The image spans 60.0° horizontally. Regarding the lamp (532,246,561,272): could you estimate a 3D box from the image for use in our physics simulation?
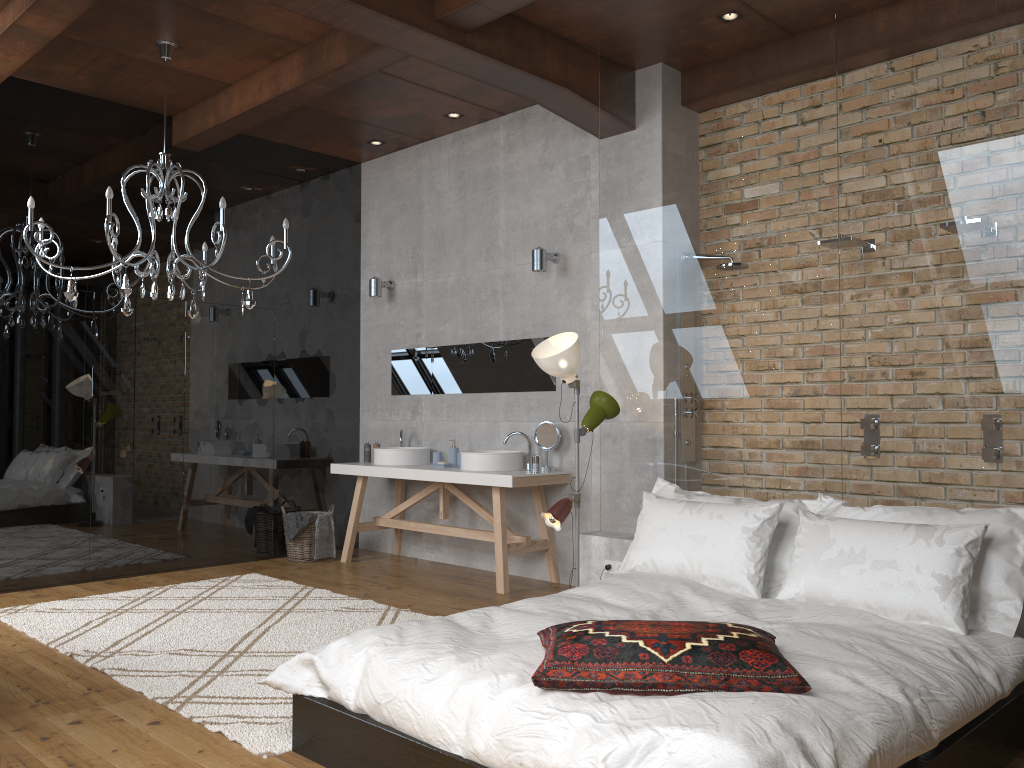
[{"bbox_3d":[0.235,-0.849,6.077,0.101,0.168,0.243,-2,-3,44],"label":"lamp"}]

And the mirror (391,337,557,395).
[{"bbox_3d":[-0.350,-0.117,6.767,1.838,0.377,0.007,-2,-3,44],"label":"mirror"}]

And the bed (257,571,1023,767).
[{"bbox_3d":[0.690,1.028,3.010,2.300,0.442,2.169,-2,-3,44],"label":"bed"}]

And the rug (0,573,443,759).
[{"bbox_3d":[-1.339,1.300,4.668,3.139,0.019,1.726,-2,-3,44],"label":"rug"}]

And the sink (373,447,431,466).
[{"bbox_3d":[-0.856,0.561,6.889,0.445,0.128,0.442,-1,-2,26],"label":"sink"}]

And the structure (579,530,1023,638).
[{"bbox_3d":[1.432,1.036,3.947,2.820,0.494,0.206,-2,-3,44],"label":"structure"}]

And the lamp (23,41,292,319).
[{"bbox_3d":[-2.073,-1.238,5.289,1.409,1.594,1.409,1,-2,-23],"label":"lamp"}]

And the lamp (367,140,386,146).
[{"bbox_3d":[-1.105,-1.973,7.221,0.115,0.027,0.113,-2,-3,44],"label":"lamp"}]

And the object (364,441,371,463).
[{"bbox_3d":[-1.170,0.550,7.183,0.058,0.172,0.058,-1,-2,23],"label":"object"}]

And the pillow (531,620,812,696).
[{"bbox_3d":[0.433,0.783,2.568,0.748,0.157,0.453,0,-2,5],"label":"pillow"}]

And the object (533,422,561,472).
[{"bbox_3d":[0.237,0.424,6.025,0.192,0.338,0.118,0,-2,1],"label":"object"}]

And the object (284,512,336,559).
[{"bbox_3d":[-1.626,1.188,6.997,0.357,0.361,0.378,2,-3,-40],"label":"object"}]

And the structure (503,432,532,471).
[{"bbox_3d":[0.073,0.465,6.161,0.242,0.268,0.141,-2,-3,39],"label":"structure"}]

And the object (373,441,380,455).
[{"bbox_3d":[-1.099,0.551,7.210,0.058,0.172,0.058,-1,-2,30],"label":"object"}]

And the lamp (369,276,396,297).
[{"bbox_3d":[-1.076,-0.802,7.365,0.101,0.168,0.243,-2,-3,44],"label":"lamp"}]

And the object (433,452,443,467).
[{"bbox_3d":[-0.553,0.561,6.599,0.075,0.108,0.075,0,-2,-10],"label":"object"}]

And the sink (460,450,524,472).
[{"bbox_3d":[-0.140,0.535,6.186,0.442,0.128,0.445,0,-2,8],"label":"sink"}]

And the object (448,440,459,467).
[{"bbox_3d":[-0.431,0.515,6.606,0.076,0.201,0.076,-2,-3,38],"label":"object"}]

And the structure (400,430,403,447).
[{"bbox_3d":[-0.899,0.499,7.115,0.141,0.268,0.242,2,-3,-40],"label":"structure"}]

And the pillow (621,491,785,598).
[{"bbox_3d":[0.839,0.707,3.977,0.744,0.397,0.276,-2,-3,44],"label":"pillow"}]

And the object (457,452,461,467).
[{"bbox_3d":[-0.367,0.558,6.525,0.075,0.108,0.075,1,-2,-25],"label":"object"}]

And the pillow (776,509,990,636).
[{"bbox_3d":[1.407,0.710,3.421,0.748,0.385,0.291,-2,-3,44],"label":"pillow"}]

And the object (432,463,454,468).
[{"bbox_3d":[-0.505,0.597,6.483,0.100,0.031,0.147,2,-3,-44],"label":"object"}]

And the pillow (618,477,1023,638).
[{"bbox_3d":[1.247,0.708,3.811,1.746,0.517,0.358,-2,-3,44],"label":"pillow"}]

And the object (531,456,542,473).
[{"bbox_3d":[0.160,0.532,5.871,0.073,0.111,0.073,-2,-3,37],"label":"object"}]

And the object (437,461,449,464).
[{"bbox_3d":[-0.505,0.583,6.482,0.067,0.035,0.084,2,-3,-44],"label":"object"}]

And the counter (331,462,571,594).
[{"bbox_3d":[-0.498,0.994,6.522,2.011,0.765,0.630,-2,-3,44],"label":"counter"}]

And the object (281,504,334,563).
[{"bbox_3d":[-1.625,1.181,7.047,0.393,0.432,0.393,-2,-3,36],"label":"object"}]

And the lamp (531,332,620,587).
[{"bbox_3d":[0.332,0.519,4.690,0.270,1.582,0.561,-2,-3,41],"label":"lamp"}]

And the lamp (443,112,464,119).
[{"bbox_3d":[-0.428,-1.997,6.557,0.115,0.027,0.113,-2,-3,44],"label":"lamp"}]
